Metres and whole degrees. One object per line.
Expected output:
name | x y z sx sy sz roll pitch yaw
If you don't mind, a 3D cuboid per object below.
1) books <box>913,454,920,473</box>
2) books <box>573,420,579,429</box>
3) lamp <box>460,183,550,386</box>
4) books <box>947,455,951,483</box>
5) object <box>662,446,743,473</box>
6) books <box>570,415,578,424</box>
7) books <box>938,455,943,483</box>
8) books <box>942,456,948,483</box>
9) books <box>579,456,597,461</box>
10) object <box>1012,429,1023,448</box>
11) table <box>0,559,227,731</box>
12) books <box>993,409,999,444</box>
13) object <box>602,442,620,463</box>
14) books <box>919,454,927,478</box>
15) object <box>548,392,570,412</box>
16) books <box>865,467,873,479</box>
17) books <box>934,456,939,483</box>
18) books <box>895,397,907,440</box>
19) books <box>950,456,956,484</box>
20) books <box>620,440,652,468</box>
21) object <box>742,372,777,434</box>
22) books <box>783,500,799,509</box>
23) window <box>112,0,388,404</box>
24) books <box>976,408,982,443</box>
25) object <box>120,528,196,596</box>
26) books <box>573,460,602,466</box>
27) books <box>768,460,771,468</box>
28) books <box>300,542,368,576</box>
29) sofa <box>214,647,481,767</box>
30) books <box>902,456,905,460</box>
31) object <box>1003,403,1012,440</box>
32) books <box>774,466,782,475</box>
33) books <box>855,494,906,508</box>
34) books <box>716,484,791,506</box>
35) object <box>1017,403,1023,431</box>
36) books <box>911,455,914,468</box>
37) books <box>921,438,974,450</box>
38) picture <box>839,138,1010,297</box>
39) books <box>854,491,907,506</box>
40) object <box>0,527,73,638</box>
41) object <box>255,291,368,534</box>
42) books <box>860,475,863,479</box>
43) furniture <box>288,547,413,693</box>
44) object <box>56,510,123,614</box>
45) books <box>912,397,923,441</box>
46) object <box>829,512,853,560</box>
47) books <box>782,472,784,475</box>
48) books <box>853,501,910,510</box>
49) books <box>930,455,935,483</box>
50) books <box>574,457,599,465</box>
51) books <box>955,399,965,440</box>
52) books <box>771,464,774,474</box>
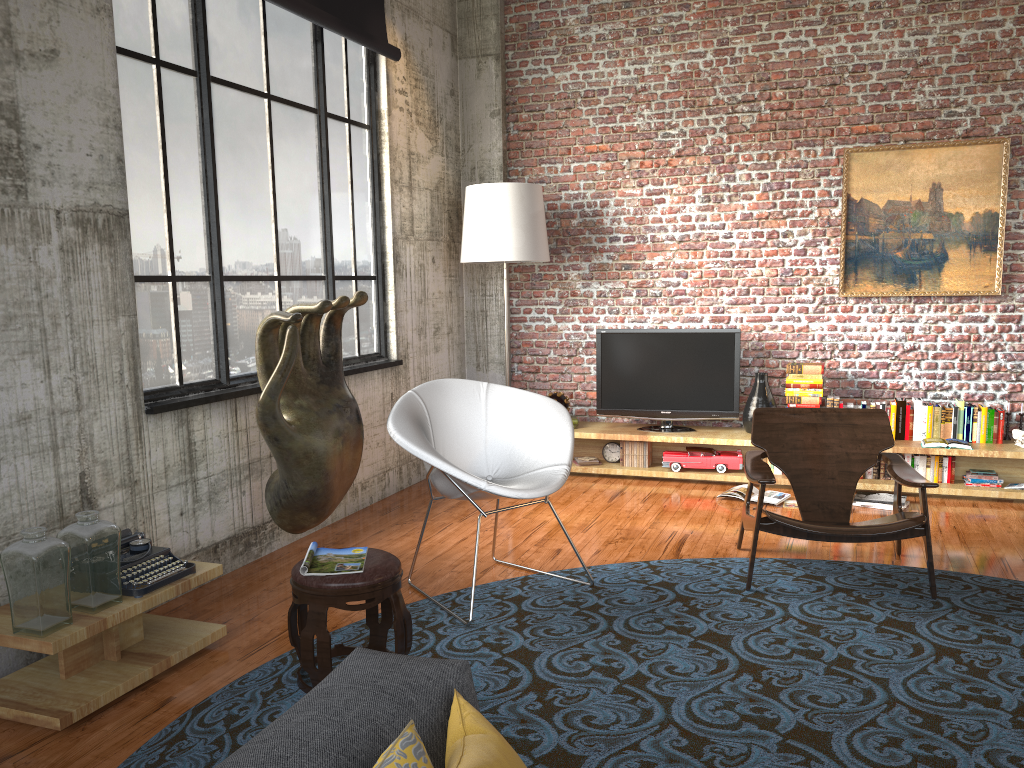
books | 2.865 0.588 6.289 0.034 0.182 0.131 2 8 21
books | 0.374 0.327 7.183 0.302 0.037 0.242 0 7 13
lamp | -0.038 -0.388 6.918 0.705 2.253 0.692 7 11 43
books | 3.053 0.591 6.202 0.019 0.190 0.120 2 8 21
object | 1.442 0.568 6.724 0.600 0.175 0.243 0 7 12
books | 0.373 0.290 7.178 0.302 0.037 0.242 -1 7 0
books | 3.001 0.588 6.222 0.026 0.192 0.137 2 8 21
books | 3.030 0.593 6.217 0.034 0.182 0.131 2 8 21
books | 0.603 0.592 7.039 0.114 0.016 0.113 5 9 44
object | 3.461 0.379 5.942 0.123 0.123 0.251 -4 8 -24
table | -1.606 0.990 3.481 0.475 0.360 0.872 2 7 21
books | 3.363 0.295 6.186 0.026 0.224 0.160 2 8 20
object | 0.803 0.546 7.060 0.168 0.173 0.067 2 9 22
books | 2.895 0.588 6.260 0.043 0.186 0.128 2 8 21
object | 0.362 0.169 7.174 0.215 0.208 0.215 0 8 10
books | 2.576 0.565 6.389 0.049 0.215 0.148 2 8 21
books | 2.976 0.588 6.228 0.026 0.192 0.137 2 8 21
books | 2.802 0.249 6.403 0.066 0.286 0.197 2 8 20
books | 3.073 0.590 6.192 0.026 0.192 0.137 2 8 21
books | 0.970 0.535 6.938 0.232 0.219 0.173 2 8 21
object | 1.886 0.143 6.713 0.267 0.458 0.267 -7 10 -38
books | 1.894 0.811 5.954 0.133 0.012 0.188 1 7 18
window | -1.399 -1.698 5.107 0.050 3.451 2.569 2 8 21
books | 3.267 0.293 6.224 0.027 0.224 0.160 2 8 20
object | -1.533 0.718 3.584 0.382 0.153 0.422 2 7 21
books | 0.589 0.627 7.059 0.211 0.020 0.162 -2 7 -12
books | 1.922 0.552 6.605 0.022 0.218 0.138 2 8 21
books | -0.676 0.663 3.396 0.229 0.043 0.299 -2 7 -5
sofa | 0.764 1.018 0.709 3.002 0.865 1.357 2 8 22
books | 2.778 0.594 6.307 0.020 0.169 0.121 2 8 21
object | 3.497 0.262 6.248 0.057 0.274 0.057 -4 9 -19
books | 1.986 0.538 6.592 0.057 0.248 0.171 2 8 21
books | 2.464 0.782 5.935 0.307 0.017 0.231 1 7 19
books | 1.677 0.761 6.147 0.422 0.049 0.299 4 8 35
object | 3.566 0.265 6.207 0.057 0.274 0.057 -4 9 -19
books | 2.836 0.595 6.287 0.020 0.169 0.121 2 8 21
books | 2.978 0.407 6.081 0.316 0.040 0.213 1 7 21
picture | 2.913 -1.164 6.316 1.064 1.069 0.040 2 9 20
books | 2.469 0.765 5.939 0.311 0.014 0.249 2 7 27
object | -1.637 0.678 3.065 0.163 0.363 0.162 2 9 19
object | -1.066 0.178 4.577 0.455 1.302 0.725 4 9 32
books | 2.491 0.549 6.397 0.088 0.257 0.152 2 8 21
furniture | -0.634 0.911 3.454 0.431 0.479 0.430 -4 8 -24
object | -1.556 0.652 3.279 0.163 0.363 0.162 2 9 23
books | 2.902 0.250 6.357 0.053 0.292 0.175 2 8 20
object | 7.873 1.062 0.168 20.823 0.660 8.735 1 7 21
books | 2.034 0.537 6.569 0.046 0.253 0.152 2 8 21
books | 2.469 0.799 5.934 0.313 0.017 0.231 4 8 35
books | 2.954 0.587 6.239 0.026 0.192 0.137 2 8 21
books | 0.593 0.608 7.048 0.166 0.021 0.209 -2 7 -4
books | 3.159 0.256 6.264 0.036 0.292 0.175 2 8 20
books | 1.945 0.564 6.602 0.023 0.194 0.139 2 8 21
